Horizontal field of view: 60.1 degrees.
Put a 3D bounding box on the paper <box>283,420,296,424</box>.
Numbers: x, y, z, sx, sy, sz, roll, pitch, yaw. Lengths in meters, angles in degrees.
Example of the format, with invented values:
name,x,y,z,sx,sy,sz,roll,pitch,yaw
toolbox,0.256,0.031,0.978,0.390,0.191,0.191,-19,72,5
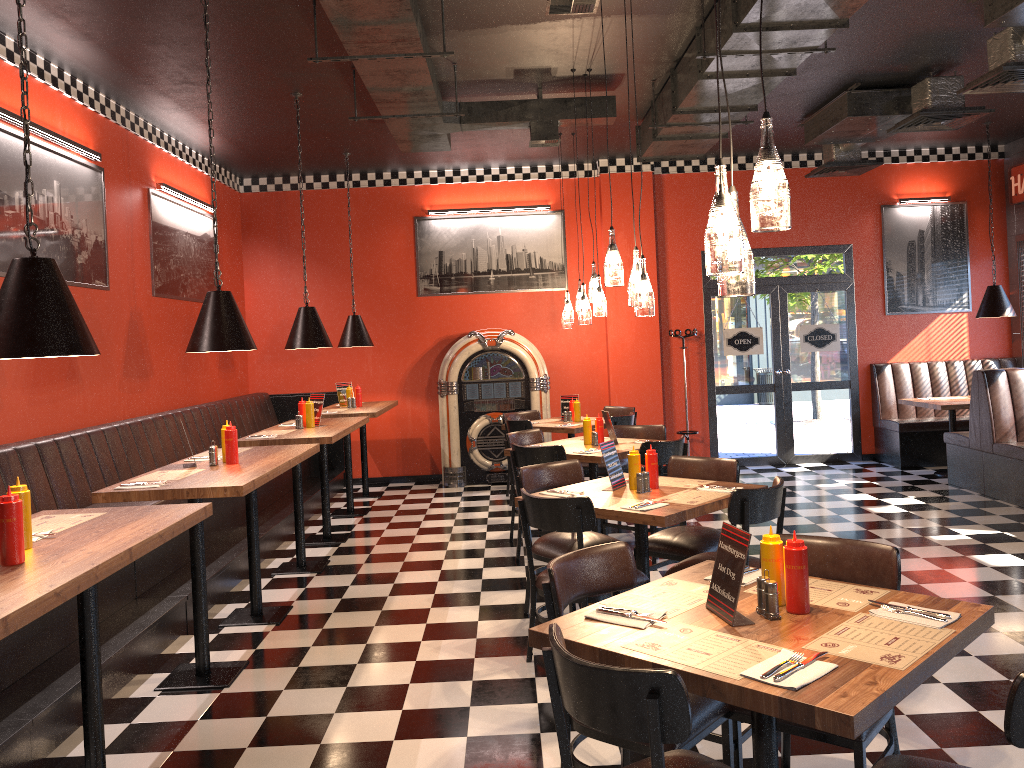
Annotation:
name,x,y,z,sx,sy,sz,roll,pitch,yaw
paper,-1.810,0.324,7.617,0.261,0.001,0.366,-3,3,2

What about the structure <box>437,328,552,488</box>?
name,x,y,z,sx,sy,sz,roll,pitch,yaw
structure,-0.199,0.246,10.176,1.294,1.768,0.500,-3,0,0

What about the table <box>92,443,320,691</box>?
name,x,y,z,sx,sy,sz,roll,pitch,yaw
table,-1.572,0.943,4.927,0.695,0.999,1.693,-3,2,0

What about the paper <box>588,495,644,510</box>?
name,x,y,z,sx,sy,sz,roll,pitch,yaw
paper,0.467,0.596,4.475,0.365,0.001,0.261,0,4,43

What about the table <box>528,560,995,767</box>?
name,x,y,z,sx,sy,sz,roll,pitch,yaw
table,0.741,1.063,2.567,0.956,0.774,0.961,-1,2,45

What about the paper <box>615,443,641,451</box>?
name,x,y,z,sx,sy,sz,roll,pitch,yaw
paper,0.875,0.472,6.652,0.261,0.001,0.366,0,4,44

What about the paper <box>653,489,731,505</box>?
name,x,y,z,sx,sy,sz,roll,pitch,yaw
paper,0.913,0.574,4.502,0.261,0.001,0.366,0,4,42

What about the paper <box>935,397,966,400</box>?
name,x,y,z,sx,sy,sz,roll,pitch,yaw
paper,4.717,0.153,9.603,0.365,0.001,0.261,-3,3,0

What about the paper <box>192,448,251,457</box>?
name,x,y,z,sx,sy,sz,roll,pitch,yaw
paper,-1.801,0.424,5.521,0.261,0.001,0.366,-3,3,2

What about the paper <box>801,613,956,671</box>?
name,x,y,z,sx,sy,sz,roll,pitch,yaw
paper,0.974,0.675,2.345,0.261,0.001,0.366,0,4,45

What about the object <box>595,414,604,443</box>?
name,x,y,z,sx,sy,sz,roll,pitch,yaw
object,0.684,0.349,6.924,0.068,0.238,0.068,-3,0,5

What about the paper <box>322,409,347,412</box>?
name,x,y,z,sx,sy,sz,roll,pitch,yaw
paper,-1.787,0.265,8.833,0.261,0.001,0.366,-3,3,2

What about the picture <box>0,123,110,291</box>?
name,x,y,z,sx,sy,sz,roll,pitch,yaw
picture,-3.115,-1.145,5.920,0.023,0.939,1.771,-3,2,0

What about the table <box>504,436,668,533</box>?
name,x,y,z,sx,sy,sz,roll,pitch,yaw
table,0.632,0.861,6.870,0.959,0.774,0.958,-1,2,45

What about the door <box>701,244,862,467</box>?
name,x,y,z,sx,sy,sz,roll,pitch,yaw
door,3.191,-0.331,10.476,1.800,2.572,0.128,-3,0,0

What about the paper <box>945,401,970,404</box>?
name,x,y,z,sx,sy,sz,roll,pitch,yaw
paper,4.619,0.188,8.972,0.365,0.001,0.261,-3,3,-3

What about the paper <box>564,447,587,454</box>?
name,x,y,z,sx,sy,sz,roll,pitch,yaw
paper,0.412,0.495,6.632,0.261,0.001,0.365,-5,4,-44

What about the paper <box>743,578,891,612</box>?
name,x,y,z,sx,sy,sz,roll,pitch,yaw
paper,0.958,0.654,2.793,0.365,0.001,0.261,0,4,44

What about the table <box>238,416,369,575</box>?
name,x,y,z,sx,sy,sz,roll,pitch,yaw
table,-1.589,0.843,7.037,0.695,0.999,1.693,-3,2,0

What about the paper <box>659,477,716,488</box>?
name,x,y,z,sx,sy,sz,roll,pitch,yaw
paper,0.919,0.551,4.968,0.365,0.001,0.261,0,4,43

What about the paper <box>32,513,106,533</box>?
name,x,y,z,sx,sy,sz,roll,pitch,yaw
paper,-1.744,0.526,3.345,0.261,0.001,0.366,-3,3,2

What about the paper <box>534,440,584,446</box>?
name,x,y,z,sx,sy,sz,roll,pitch,yaw
paper,0.386,0.473,7.110,0.261,0.001,0.366,0,4,43

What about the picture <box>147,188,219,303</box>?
name,x,y,z,sx,sy,sz,roll,pitch,yaw
picture,-3.137,-1.270,8.562,0.023,0.939,1.771,-3,2,0

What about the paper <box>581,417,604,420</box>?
name,x,y,z,sx,sy,sz,roll,pitch,yaw
paper,0.815,0.356,9.130,0.365,0.001,0.261,0,4,44

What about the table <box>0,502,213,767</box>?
name,x,y,z,sx,sy,sz,roll,pitch,yaw
table,-1.554,1.044,2.807,0.695,0.999,1.693,-3,2,0

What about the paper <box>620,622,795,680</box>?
name,x,y,z,sx,sy,sz,roll,pitch,yaw
paper,0.511,0.697,2.334,0.261,0.001,0.365,-5,4,-43

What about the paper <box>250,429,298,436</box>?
name,x,y,z,sx,sy,sz,roll,pitch,yaw
paper,-1.801,0.368,6.697,0.261,0.001,0.366,-3,3,2

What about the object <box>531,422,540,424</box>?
name,x,y,z,sx,sy,sz,roll,pitch,yaw
object,0.174,0.387,8.928,0.158,0.019,0.255,-5,4,-43

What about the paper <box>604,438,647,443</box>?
name,x,y,z,sx,sy,sz,roll,pitch,yaw
paper,0.852,0.452,7.099,0.365,0.001,0.261,0,4,43

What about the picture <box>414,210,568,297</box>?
name,x,y,z,sx,sy,sz,roll,pitch,yaw
picture,-0.243,-1.536,10.438,1.769,0.940,0.023,-3,0,0

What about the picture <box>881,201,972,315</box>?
name,x,y,z,sx,sy,sz,roll,pitch,yaw
picture,4.902,-1.486,10.485,1.023,1.301,0.016,-3,0,0

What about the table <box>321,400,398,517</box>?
name,x,y,z,sx,sy,sz,roll,pitch,yaw
table,-1.607,0.741,9.177,0.695,0.999,1.693,-3,2,0

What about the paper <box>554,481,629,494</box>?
name,x,y,z,sx,sy,sz,roll,pitch,yaw
paper,0.443,0.575,4.938,0.366,0.001,0.261,-5,4,-44

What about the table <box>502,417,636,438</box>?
name,x,y,z,sx,sy,sz,roll,pitch,yaw
table,0.589,0.766,8.897,0.959,0.774,0.958,-1,2,45

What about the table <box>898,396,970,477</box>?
name,x,y,z,sx,sy,sz,roll,pitch,yaw
table,5.128,0.536,9.303,1.691,0.774,0.957,-3,2,0

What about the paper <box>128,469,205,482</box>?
name,x,y,z,sx,sy,sz,roll,pitch,yaw
paper,-1.769,0.469,4.554,0.261,0.001,0.366,-3,3,2

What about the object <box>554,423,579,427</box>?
name,x,y,z,sx,sy,sz,roll,pitch,yaw
object,0.545,0.391,8.490,0.255,0.019,0.157,-5,4,-42

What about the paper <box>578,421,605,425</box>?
name,x,y,z,sx,sy,sz,roll,pitch,yaw
paper,0.800,0.379,8.664,0.261,0.001,0.366,0,4,43

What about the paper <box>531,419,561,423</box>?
name,x,y,z,sx,sy,sz,roll,pitch,yaw
paper,0.338,0.379,9.108,0.366,0.001,0.261,-5,4,-43

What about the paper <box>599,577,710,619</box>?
name,x,y,z,sx,sy,sz,roll,pitch,yaw
paper,0.494,0.675,2.811,0.261,0.001,0.366,0,4,45

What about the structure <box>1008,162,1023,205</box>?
name,x,y,z,sx,sy,sz,roll,pitch,yaw
structure,5.833,-2.013,4.607,0.120,0.438,11.273,-3,3,0

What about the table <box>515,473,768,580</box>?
name,x,y,z,sx,sy,sz,roll,pitch,yaw
table,0.708,0.960,4.729,0.959,0.774,0.958,-1,2,45

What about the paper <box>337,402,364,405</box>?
name,x,y,z,sx,sy,sz,roll,pitch,yaw
paper,-1.795,0.218,9.813,0.261,0.001,0.366,-3,3,2

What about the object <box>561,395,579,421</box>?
name,x,y,z,sx,sy,sz,roll,pitch,yaw
object,0.591,0.242,9.050,0.188,0.257,0.072,-2,0,10

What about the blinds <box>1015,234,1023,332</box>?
name,x,y,z,sx,sy,sz,roll,pitch,yaw
blinds,5.901,-0.850,9.297,0.099,1.634,1.870,-3,2,0

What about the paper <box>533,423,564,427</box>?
name,x,y,z,sx,sy,sz,roll,pitch,yaw
paper,0.353,0.401,8.645,0.365,0.001,0.261,0,4,44
